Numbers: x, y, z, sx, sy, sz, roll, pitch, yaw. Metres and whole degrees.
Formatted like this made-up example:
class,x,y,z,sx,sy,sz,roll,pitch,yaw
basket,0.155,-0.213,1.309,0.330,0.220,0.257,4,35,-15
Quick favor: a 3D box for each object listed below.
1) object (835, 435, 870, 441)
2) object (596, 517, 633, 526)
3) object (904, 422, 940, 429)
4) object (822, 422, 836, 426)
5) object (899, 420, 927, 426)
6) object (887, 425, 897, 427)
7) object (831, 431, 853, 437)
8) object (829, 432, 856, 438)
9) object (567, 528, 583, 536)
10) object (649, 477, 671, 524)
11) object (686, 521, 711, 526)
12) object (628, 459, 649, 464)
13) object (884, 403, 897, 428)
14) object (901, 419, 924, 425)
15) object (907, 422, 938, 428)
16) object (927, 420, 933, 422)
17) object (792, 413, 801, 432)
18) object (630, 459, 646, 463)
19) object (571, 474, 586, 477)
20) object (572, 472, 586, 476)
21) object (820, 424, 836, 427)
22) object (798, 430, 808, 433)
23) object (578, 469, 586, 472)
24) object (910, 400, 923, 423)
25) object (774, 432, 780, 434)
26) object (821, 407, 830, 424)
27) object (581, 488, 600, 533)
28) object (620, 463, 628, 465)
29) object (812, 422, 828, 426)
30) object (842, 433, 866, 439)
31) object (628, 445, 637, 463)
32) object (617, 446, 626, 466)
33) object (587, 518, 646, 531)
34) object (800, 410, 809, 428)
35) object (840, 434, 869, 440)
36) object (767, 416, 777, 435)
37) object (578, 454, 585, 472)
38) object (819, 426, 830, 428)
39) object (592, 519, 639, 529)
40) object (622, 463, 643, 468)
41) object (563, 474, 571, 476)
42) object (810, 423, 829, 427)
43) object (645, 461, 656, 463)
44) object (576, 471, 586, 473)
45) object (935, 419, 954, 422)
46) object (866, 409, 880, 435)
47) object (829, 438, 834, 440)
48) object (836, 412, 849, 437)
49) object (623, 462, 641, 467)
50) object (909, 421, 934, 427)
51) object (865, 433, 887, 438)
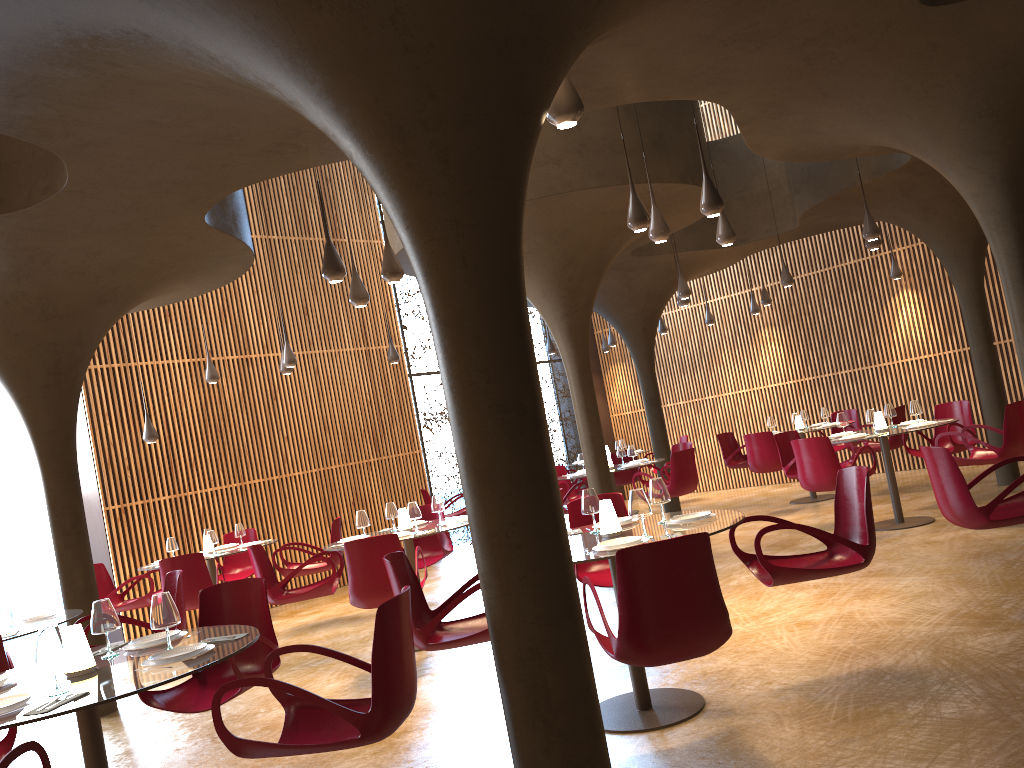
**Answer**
class,x,y,z,sx,sy,sz,roll,pitch,yaw
object,3.961,0.618,10.268,0.204,0.012,0.412,-8,-4,-36
object,0.721,0.967,6.197,0.263,0.029,0.263,-10,-3,-10
object,4.690,0.474,10.146,0.410,0.012,0.205,-9,-4,-30
object,4.970,0.632,13.829,0.263,0.029,0.263,-12,-4,22
object,4.880,0.477,10.806,0.332,0.014,0.331,-12,-4,25
object,4.724,0.529,11.061,0.261,0.017,0.127,-8,-4,-36
object,4.095,0.625,10.997,0.262,0.029,0.264,-8,-4,-39
object,4.096,0.635,10.997,0.331,0.014,0.332,-9,-4,-20
object,0.428,1.040,6.211,0.126,0.017,0.262,-11,-3,-1
object,0.977,0.769,5.854,0.142,0.295,0.142,-10,-2,-15
object,1.145,0.867,5.663,0.204,0.012,0.411,-11,-3,4
object,1.939,1.194,13.604,0.332,0.014,0.331,-12,-4,25
object,4.627,0.387,10.837,0.142,0.295,0.142,-10,-2,-14
object,4.878,0.467,10.806,0.262,0.029,0.264,-7,-5,-45
object,4.693,0.472,10.148,0.331,0.014,0.332,-10,-3,-13
object,4.883,0.477,10.802,0.204,0.012,0.412,-8,-4,-40
object,4.436,0.601,13.816,0.142,0.295,0.141,-12,-3,36
object,1.937,1.185,13.604,0.262,0.029,0.264,-7,-5,-45
object,1.023,1.333,13.063,0.333,0.014,0.331,-13,-4,36
object,1.021,1.323,13.064,0.262,0.029,0.264,-8,-4,-38
object,4.972,0.641,13.829,0.331,0.014,0.333,-9,-4,-23
object,4.416,0.737,13.577,0.261,0.017,0.127,-8,-4,-42
object,1.154,1.342,13.796,0.264,0.029,0.262,-14,-5,44
object,4.734,0.339,10.376,0.142,0.295,0.142,-11,-2,18
object,4.238,0.822,14.559,0.331,0.014,0.333,-8,-4,-33
object,4.973,0.516,14.065,0.142,0.295,0.142,-10,-2,-4
object,0.545,0.861,6.027,0.142,0.295,0.142,-11,-2,9
object,1.783,1.246,13.859,0.261,0.017,0.127,-8,-4,-36
object,5.042,0.659,14.509,0.262,0.029,0.264,-8,-4,-36
object,3.962,0.606,10.265,0.262,0.029,0.264,-9,-4,-28
object,1.793,1.056,13.175,0.142,0.295,0.142,-11,-2,18
object,1.687,1.104,13.635,0.142,0.295,0.141,-12,-2,31
object,0.728,0.977,6.198,0.410,0.012,0.204,-10,-3,-5
object,4.790,0.576,14.500,0.142,0.295,0.141,-13,-3,43
object,3.964,0.616,10.265,0.332,0.014,0.331,-13,-4,33
object,4.202,0.676,14.330,0.142,0.295,0.142,-11,-2,15
object,1.080,1.213,13.572,0.142,0.295,0.142,-10,-2,-9
object,4.969,0.643,13.826,0.410,0.012,0.205,-8,-4,-40
object,0.723,0.977,6.197,0.331,0.014,0.333,-8,-4,-39
object,1.752,1.189,12.947,0.331,0.014,0.332,-10,-4,-16
object,0.890,1.401,13.660,0.126,0.017,0.262,-9,-4,-30
object,5.044,0.668,14.508,0.333,0.014,0.331,-14,-4,41
object,2.029,1.152,13.063,0.126,0.017,0.262,-9,-4,-26
object,1.156,1.352,13.795,0.331,0.014,0.332,-9,-4,-20
object,4.969,0.435,10.265,0.126,0.017,0.262,-9,-4,-26
object,4.163,0.437,10.225,0.142,0.295,0.141,-12,-3,35
object,3.831,0.684,10.862,0.126,0.017,0.262,-9,-4,-30
object,4.021,0.496,10.774,0.142,0.295,0.142,-10,-2,-9
object,1.751,1.180,12.947,0.262,0.029,0.264,-9,-4,-23
object,4.691,0.463,10.149,0.262,0.029,0.264,-8,-4,-39
object,4.103,0.581,9.998,0.261,0.017,0.127,-8,-4,-32
